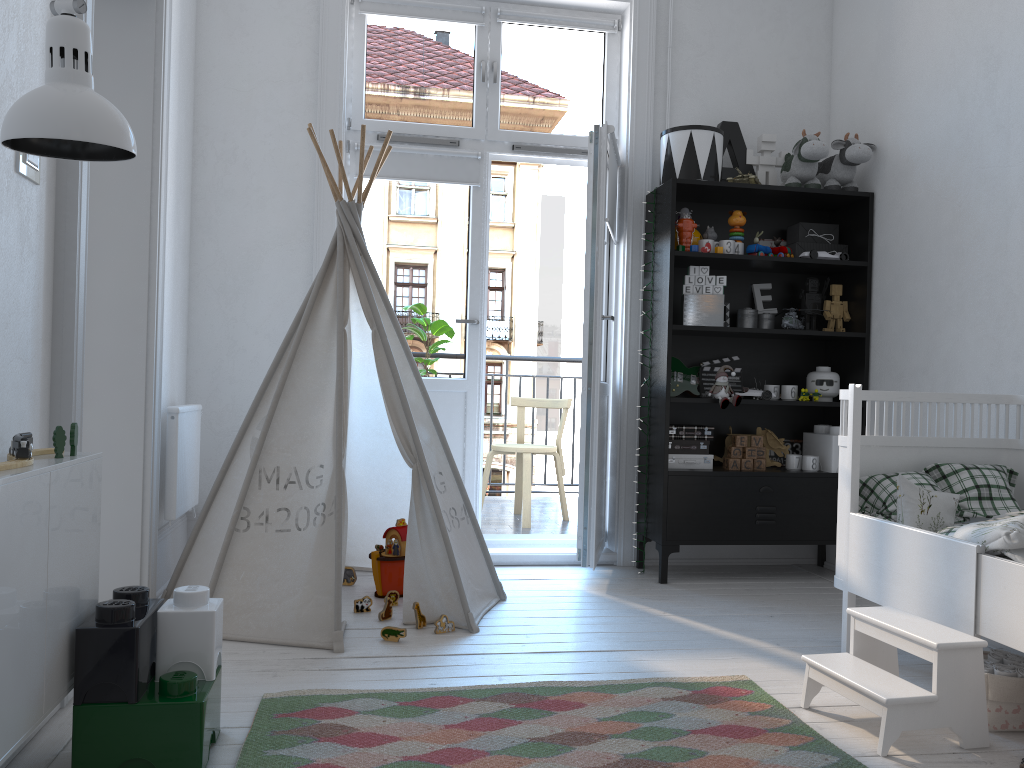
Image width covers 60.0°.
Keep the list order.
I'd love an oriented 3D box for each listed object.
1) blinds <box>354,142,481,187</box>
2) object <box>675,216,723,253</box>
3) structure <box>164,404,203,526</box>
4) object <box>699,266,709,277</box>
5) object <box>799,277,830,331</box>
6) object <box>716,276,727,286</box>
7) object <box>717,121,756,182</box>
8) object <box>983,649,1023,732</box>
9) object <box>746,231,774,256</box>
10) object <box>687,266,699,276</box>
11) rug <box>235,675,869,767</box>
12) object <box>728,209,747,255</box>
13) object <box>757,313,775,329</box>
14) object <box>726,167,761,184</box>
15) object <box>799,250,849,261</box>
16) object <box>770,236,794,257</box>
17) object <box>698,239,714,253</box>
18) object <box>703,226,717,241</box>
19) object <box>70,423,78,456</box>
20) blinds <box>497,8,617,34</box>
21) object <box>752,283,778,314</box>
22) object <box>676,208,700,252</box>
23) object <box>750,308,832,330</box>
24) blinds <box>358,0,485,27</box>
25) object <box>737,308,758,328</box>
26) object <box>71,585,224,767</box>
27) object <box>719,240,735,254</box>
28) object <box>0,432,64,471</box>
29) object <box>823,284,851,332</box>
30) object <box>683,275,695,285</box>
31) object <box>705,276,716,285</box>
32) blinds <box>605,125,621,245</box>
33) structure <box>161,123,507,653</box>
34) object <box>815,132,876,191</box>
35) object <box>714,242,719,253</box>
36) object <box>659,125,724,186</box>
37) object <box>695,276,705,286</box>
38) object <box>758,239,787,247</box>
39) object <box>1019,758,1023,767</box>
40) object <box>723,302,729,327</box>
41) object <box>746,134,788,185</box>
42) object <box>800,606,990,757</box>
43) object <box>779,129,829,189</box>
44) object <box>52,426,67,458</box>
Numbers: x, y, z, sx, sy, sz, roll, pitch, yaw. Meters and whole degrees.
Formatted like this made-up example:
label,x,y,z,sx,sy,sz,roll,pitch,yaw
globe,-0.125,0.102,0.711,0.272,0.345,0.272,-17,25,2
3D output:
label,x,y,z,sx,sy,sz,roll,pitch,yaw
blinds,-0.421,-0.984,3.982,0.565,0.158,0.032,2,0,-10
object,0.766,-0.645,3.847,0.197,0.197,0.318,2,0,-13
structure,-1.248,0.310,3.399,0.075,0.460,0.635,2,0,-13
object,0.812,-0.478,3.763,0.040,0.040,0.040,2,0,0
object,1.356,-0.353,3.984,0.117,0.259,0.081,2,0,-10
object,0.888,-0.435,3.756,0.040,0.040,0.040,2,0,15
object,0.976,-1.011,4.021,0.343,0.344,0.057,2,0,-10
object,1.207,0.761,2.220,0.215,0.148,0.240,2,0,-3
object,1.078,-0.600,3.854,0.121,0.126,0.087,2,0,-33
object,0.771,-0.479,3.767,0.040,0.040,0.040,2,0,-5
rug,0.176,0.792,1.362,1.320,0.016,2.028,2,0,-10
object,0.972,-0.648,3.835,0.077,0.213,0.077,2,0,24
object,1.172,-0.276,3.934,0.078,0.091,0.246,2,0,-15
object,1.006,-0.889,3.841,0.121,0.100,0.338,2,0,25
object,1.354,-0.554,3.854,0.230,0.048,0.098,2,0,-20
object,1.179,-0.597,3.914,0.087,0.112,0.122,2,0,-39
object,0.829,-0.579,3.787,0.067,0.067,0.067,2,0,-9
object,0.880,-0.623,3.944,0.063,0.160,0.063,2,0,-31
object,-0.889,0.112,1.800,0.009,0.066,0.054,2,0,-19
blinds,0.211,-1.673,4.086,0.565,0.060,0.032,2,0,-10
object,1.156,-0.388,4.059,0.107,0.151,0.055,2,0,-10
object,0.745,-0.650,3.772,0.105,0.203,0.072,2,0,-2
object,1.230,-0.281,3.911,0.368,0.106,0.349,2,0,-8
blinds,-0.401,-1.678,3.980,0.565,0.087,0.032,2,0,-10
object,1.061,-0.287,4.000,0.095,0.110,0.095,2,0,-5
object,-0.748,0.605,1.847,0.246,0.332,0.246,2,0,-10
object,0.918,-0.576,3.787,0.067,0.067,0.067,2,0,-9
object,-0.874,0.120,1.430,0.111,0.047,0.902,2,0,-15
object,1.440,-0.331,3.936,0.114,0.221,0.052,2,0,-10
object,0.752,-0.439,3.769,0.040,0.040,0.040,2,0,0
object,0.843,-0.437,3.761,0.040,0.040,0.040,2,0,20
blinds,0.442,-0.844,3.845,0.032,0.390,0.565,2,0,10
structure,-0.599,-0.078,3.187,1.143,1.749,1.143,2,0,-34
object,1.412,-0.950,3.903,0.211,0.253,0.386,2,0,-26
object,0.874,-0.577,3.839,0.067,0.067,0.067,2,0,-36
object,0.799,-0.974,3.915,0.272,0.259,0.395,2,0,19
object,0.798,-0.438,3.765,0.040,0.040,0.040,2,0,10
object,1.298,-0.598,4.093,0.347,0.131,0.037,2,0,-10
object,1.211,0.757,1.946,0.254,0.151,0.125,2,0,-11
object,0.948,-0.302,4.015,0.070,0.134,0.028,2,0,-10
object,1.152,-0.979,4.021,0.190,0.290,0.065,2,0,-5
object,0.916,0.702,2.140,0.288,0.245,0.332,2,0,-15
object,1.263,-0.954,3.872,0.154,0.253,0.370,2,0,-2
object,-0.884,0.113,1.732,0.007,0.063,0.029,2,0,17
